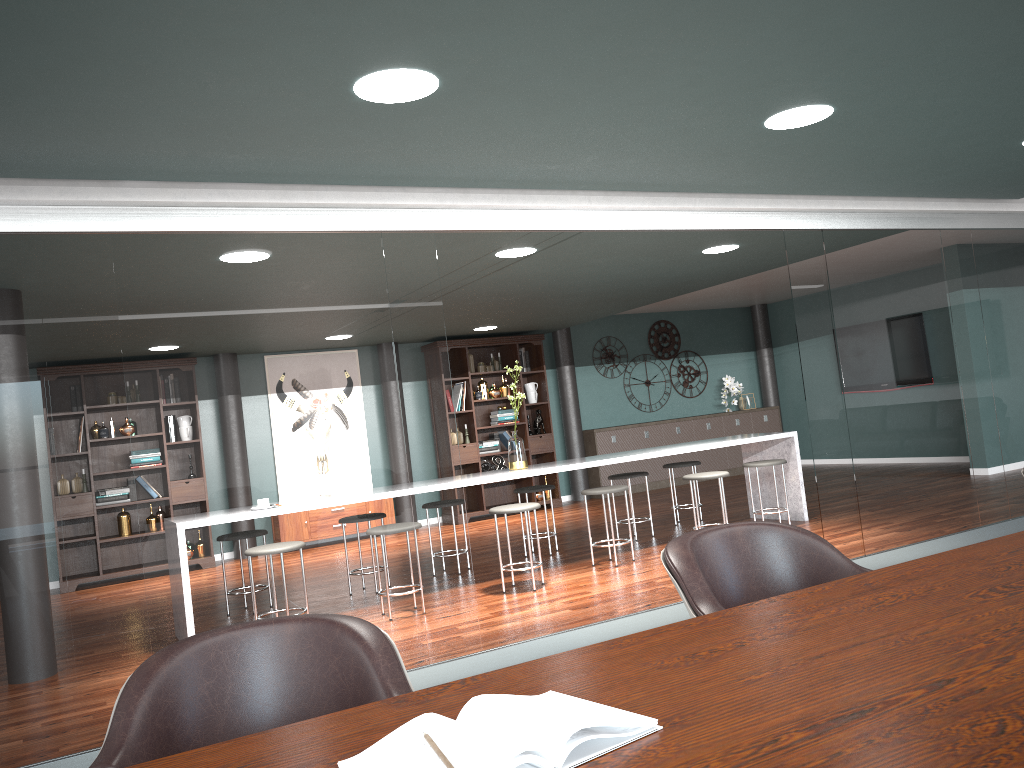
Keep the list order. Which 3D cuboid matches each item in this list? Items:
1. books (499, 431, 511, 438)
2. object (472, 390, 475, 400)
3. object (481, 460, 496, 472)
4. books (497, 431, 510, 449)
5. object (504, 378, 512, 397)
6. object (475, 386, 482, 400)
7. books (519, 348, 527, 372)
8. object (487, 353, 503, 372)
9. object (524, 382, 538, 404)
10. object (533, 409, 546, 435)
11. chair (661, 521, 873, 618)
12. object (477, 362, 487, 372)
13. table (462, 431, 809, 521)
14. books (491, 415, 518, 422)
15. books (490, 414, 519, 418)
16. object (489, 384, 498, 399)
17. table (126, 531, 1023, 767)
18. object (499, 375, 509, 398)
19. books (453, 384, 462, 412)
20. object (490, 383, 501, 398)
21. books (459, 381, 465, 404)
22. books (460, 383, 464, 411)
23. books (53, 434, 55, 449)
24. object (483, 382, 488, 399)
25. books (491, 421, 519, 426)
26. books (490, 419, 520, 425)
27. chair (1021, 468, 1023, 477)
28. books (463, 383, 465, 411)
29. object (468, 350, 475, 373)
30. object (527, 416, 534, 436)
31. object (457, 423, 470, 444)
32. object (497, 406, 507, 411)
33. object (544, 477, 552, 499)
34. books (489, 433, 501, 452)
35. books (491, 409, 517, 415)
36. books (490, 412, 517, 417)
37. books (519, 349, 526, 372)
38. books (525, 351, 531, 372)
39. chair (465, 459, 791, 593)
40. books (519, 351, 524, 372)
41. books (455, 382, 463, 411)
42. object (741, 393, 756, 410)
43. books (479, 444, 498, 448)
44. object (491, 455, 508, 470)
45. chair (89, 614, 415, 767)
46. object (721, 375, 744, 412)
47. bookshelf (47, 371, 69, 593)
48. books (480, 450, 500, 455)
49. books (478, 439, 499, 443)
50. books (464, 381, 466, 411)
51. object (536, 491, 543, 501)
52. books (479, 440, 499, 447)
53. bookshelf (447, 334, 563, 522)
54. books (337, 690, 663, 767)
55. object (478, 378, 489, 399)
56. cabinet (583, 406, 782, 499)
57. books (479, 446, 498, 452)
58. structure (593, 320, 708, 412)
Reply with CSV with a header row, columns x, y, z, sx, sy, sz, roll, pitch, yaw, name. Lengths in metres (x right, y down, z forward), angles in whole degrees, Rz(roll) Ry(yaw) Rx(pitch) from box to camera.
x,y,z,sx,sy,sz,roll,pitch,yaw,name
-0.029,0.639,10.060,0.166,0.228,0.205,-5,-3,-28,books
-0.465,0.107,9.923,0.105,0.172,0.105,-5,-3,-32,object
-0.286,0.959,9.834,0.224,0.238,0.159,-5,-3,-28,object
-0.058,0.644,10.044,0.176,0.227,0.194,-5,-3,-28,books
-0.061,0.045,10.165,0.092,0.222,0.092,-7,-2,6,object
-0.372,0.100,9.867,0.079,0.161,0.080,-7,-2,-2,object
0.107,-0.267,10.239,0.027,0.286,0.184,-5,-3,-28,books
-0.227,-0.242,10.059,0.196,0.221,0.184,-5,-3,-28,object
0.179,0.104,10.272,0.268,0.262,0.137,-7,-2,12,object
0.290,0.438,10.243,0.116,0.286,0.215,-5,-3,-32,object
0.581,0.662,1.688,0.535,0.761,0.518,-6,-3,-22,chair
-0.340,-0.184,9.982,0.096,0.126,0.106,-8,-3,23,object
0.107,0.933,6.101,4.577,0.699,0.609,-5,-3,-28,table
-0.086,0.393,10.080,0.248,0.042,0.194,-5,-3,-28,books
-0.090,0.363,10.082,0.268,0.016,0.205,-5,-3,-28,books
-0.208,0.085,10.064,0.099,0.169,0.099,-8,-3,36,object
1.618,0.551,1.253,6.694,0.706,1.374,-5,-3,-28,table
-0.094,0.026,10.044,0.108,0.256,0.108,-7,-2,6,object
-0.626,0.160,9.817,0.115,0.296,0.210,-5,-3,-28,books
-0.188,0.073,9.937,0.144,0.175,0.073,-6,-3,-26,object
-0.576,0.143,9.835,0.062,0.322,0.197,-5,-3,-28,books
-0.585,0.150,9.834,0.063,0.309,0.210,-5,-3,-28,books
-4.128,0.520,7.956,0.042,0.248,0.194,-5,-3,-28,books
-0.299,0.077,9.874,0.040,0.191,0.040,-6,-2,-19,object
-0.080,0.450,10.078,0.268,0.016,0.205,-5,-3,-28,books
-0.080,0.428,10.081,0.286,0.027,0.184,-5,-3,-28,books
1.639,0.561,2.248,0.535,0.761,0.518,-6,-3,-22,chair
-0.571,0.148,9.839,0.063,0.309,0.210,-5,-3,-28,books
-0.481,-0.243,9.947,0.104,0.273,0.104,-7,-2,8,object
0.197,0.477,10.174,0.077,0.228,0.077,-4,-3,-45,object
-0.616,0.558,9.772,0.250,0.221,0.186,-5,-3,-30,object
-0.117,0.274,10.071,0.104,0.052,0.100,-6,-3,-24,object
0.398,1.192,10.181,0.108,0.256,0.108,-7,-2,6,object
-0.194,0.664,10.047,0.063,0.214,0.139,-5,-3,-28,books
-0.092,0.319,10.085,0.248,0.042,0.194,-5,-3,-28,books
-0.092,0.347,10.076,0.268,0.016,0.205,-5,-3,-28,books
0.088,-0.256,10.227,0.016,0.268,0.205,-5,-3,-28,books
0.141,-0.250,10.254,0.042,0.248,0.194,-5,-3,-28,books
0.118,1.030,6.164,4.029,0.512,1.479,-5,-3,-28,chair
0.063,-0.243,10.212,0.042,0.248,0.194,-5,-3,-28,books
-0.603,0.148,9.824,0.090,0.316,0.197,-5,-3,-28,books
3.137,0.233,11.765,0.174,0.207,0.042,-6,-2,-9,object
-0.316,0.700,9.901,0.268,0.016,0.205,-5,-3,-28,books
-0.148,0.937,10.040,0.233,0.268,0.051,-5,-3,-28,object
-0.311,0.747,1.216,0.535,0.761,0.518,-6,-2,-7,chair
2.928,0.115,11.754,0.221,0.495,0.600,-8,-3,36,object
-3.566,0.805,8.242,1.339,1.984,0.482,-5,-3,-28,bookshelf
-0.306,0.765,9.900,0.286,0.027,0.184,-5,-3,-28,books
-0.312,0.641,9.909,0.268,0.016,0.205,-5,-3,-28,books
-0.562,0.141,9.841,0.062,0.322,0.197,-5,-3,-28,books
0.304,1.239,10.073,0.144,0.175,0.073,-6,-3,-26,object
-0.299,0.669,9.912,0.248,0.042,0.194,-5,-3,-28,books
-0.214,0.485,10.017,1.339,1.984,0.482,-5,-3,-28,bookshelf
-0.013,0.355,0.892,0.285,0.032,0.180,-5,-3,-37,books
-0.325,0.054,9.981,0.114,0.251,0.114,-7,-2,-2,object
-1.879,1.233,9.160,12.287,0.820,0.402,-5,-3,-28,cabinet
-0.312,0.729,9.899,0.248,0.042,0.194,-5,-3,-28,books
1.817,-0.232,11.449,1.791,1.178,0.017,-5,-3,-28,structure
